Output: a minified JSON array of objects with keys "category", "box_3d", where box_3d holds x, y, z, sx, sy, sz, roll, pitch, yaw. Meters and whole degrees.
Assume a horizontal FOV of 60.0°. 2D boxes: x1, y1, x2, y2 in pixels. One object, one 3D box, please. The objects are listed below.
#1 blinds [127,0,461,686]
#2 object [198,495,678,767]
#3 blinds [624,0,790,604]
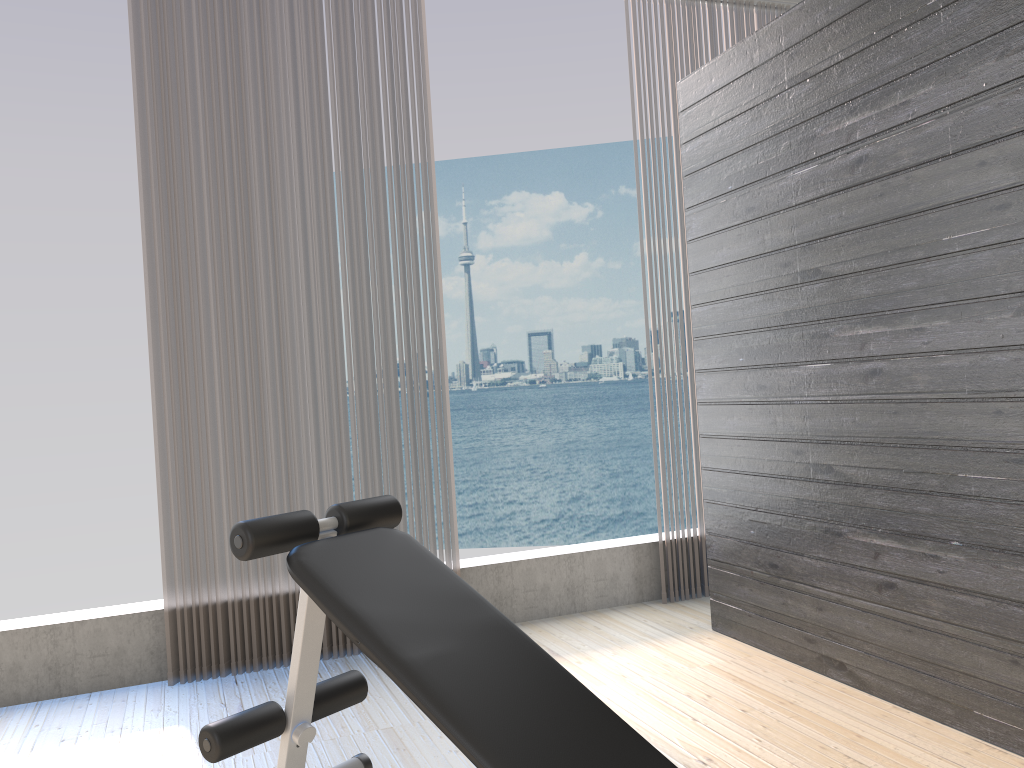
[{"category":"blinds","box_3d":[-0.800,-0.317,3.414,1.133,2.744,0.069,-3,0,-21]},{"category":"object","box_3d":[-0.069,0.626,1.724,1.312,0.746,0.505,-4,0,38]},{"category":"blinds","box_3d":[1.097,-0.432,4.139,1.133,2.744,0.069,-3,0,-21]}]
